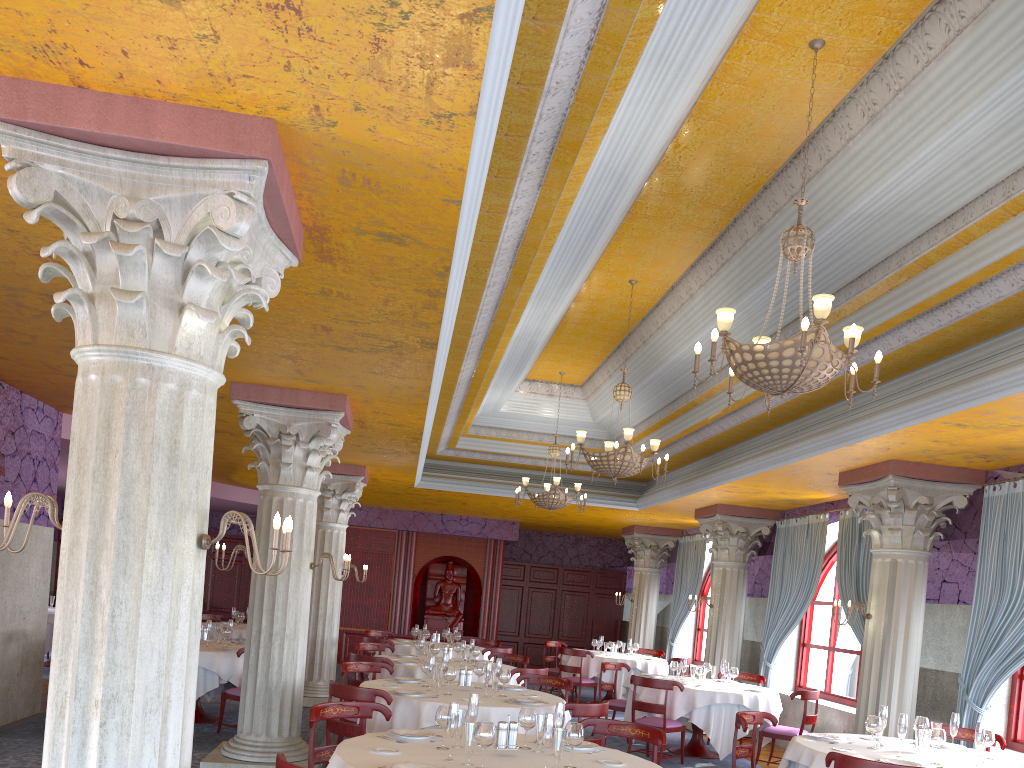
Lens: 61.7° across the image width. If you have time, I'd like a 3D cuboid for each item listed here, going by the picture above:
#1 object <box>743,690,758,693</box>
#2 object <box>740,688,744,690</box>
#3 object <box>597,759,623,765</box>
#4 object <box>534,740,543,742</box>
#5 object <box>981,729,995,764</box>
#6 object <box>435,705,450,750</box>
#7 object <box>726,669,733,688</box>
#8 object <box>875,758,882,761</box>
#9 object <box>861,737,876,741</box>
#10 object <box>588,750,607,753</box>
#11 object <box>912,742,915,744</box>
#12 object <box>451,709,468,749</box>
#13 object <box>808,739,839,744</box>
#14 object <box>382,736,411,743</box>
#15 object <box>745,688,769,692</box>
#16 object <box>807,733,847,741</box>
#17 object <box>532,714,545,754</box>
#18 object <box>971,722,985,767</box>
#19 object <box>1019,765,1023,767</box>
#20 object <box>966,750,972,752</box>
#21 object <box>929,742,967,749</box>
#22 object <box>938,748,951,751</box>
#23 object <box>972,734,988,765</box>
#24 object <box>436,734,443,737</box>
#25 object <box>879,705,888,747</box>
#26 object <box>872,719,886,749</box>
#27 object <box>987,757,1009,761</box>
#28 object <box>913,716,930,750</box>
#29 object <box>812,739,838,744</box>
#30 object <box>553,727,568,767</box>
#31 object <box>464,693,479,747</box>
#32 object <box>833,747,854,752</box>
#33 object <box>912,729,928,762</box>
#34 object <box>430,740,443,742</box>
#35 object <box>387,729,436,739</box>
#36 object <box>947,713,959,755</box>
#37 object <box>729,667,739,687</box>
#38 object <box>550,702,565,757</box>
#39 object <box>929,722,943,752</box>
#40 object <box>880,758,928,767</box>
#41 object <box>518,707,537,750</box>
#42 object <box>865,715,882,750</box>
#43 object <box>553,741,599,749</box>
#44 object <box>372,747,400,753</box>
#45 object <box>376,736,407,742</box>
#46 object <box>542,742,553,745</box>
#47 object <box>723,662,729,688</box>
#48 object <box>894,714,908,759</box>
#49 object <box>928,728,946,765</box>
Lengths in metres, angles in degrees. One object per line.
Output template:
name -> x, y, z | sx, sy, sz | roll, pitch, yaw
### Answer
object -> 3.063, 3.949, 11.010 | 0.232, 0.013, 0.028 | -6, -15, 37
object -> 3.013, 4.001, 11.236 | 0.029, 0.010, 0.142 | -5, -17, 39
object -> 0.596, 2.298, 5.196 | 0.159, 0.009, 0.162 | 7, -14, -7
object -> 0.234, 2.402, 5.770 | 0.054, 0.019, 0.264 | -5, -17, 41
object -> 3.626, 2.777, 6.564 | 0.123, 0.263, 0.122 | 5, -2, -16
object -> -0.408, 2.078, 5.180 | 0.123, 0.263, 0.122 | 5, -2, -16
object -> 2.886, 3.917, 11.396 | 0.086, 0.236, 0.085 | 5, -1, -27
object -> 2.645, 2.726, 6.206 | 0.027, 0.013, 0.239 | -3, -16, 37
object -> 3.090, 3.055, 7.368 | 0.158, 0.009, 0.164 | 2, -14, 13
object -> 0.552, 2.378, 5.543 | 0.027, 0.013, 0.239 | -3, -16, 37
object -> 3.511, 3.095, 7.401 | 0.054, 0.019, 0.264 | -5, -17, 41
object -> -0.325, 2.119, 5.262 | 0.086, 0.236, 0.085 | 5, -1, -27
object -> 2.530, 2.900, 6.963 | 0.257, 0.019, 0.056 | -7, -17, 42
object -> -0.727, 2.225, 5.364 | 0.253, 0.003, 0.023 | -5, -17, 36
object -> 3.191, 3.987, 11.142 | 0.314, 0.024, 0.321 | 7, -14, -7
object -> 2.628, 2.952, 7.151 | 0.314, 0.024, 0.321 | 7, -14, -7
object -> 0.175, 2.186, 5.352 | 0.086, 0.236, 0.085 | 5, -1, -27
object -> 3.474, 2.681, 6.374 | 0.074, 0.334, 0.073 | 5, 1, -16
object -> 3.945, 2.890, 6.416 | 0.257, 0.019, 0.056 | -7, -17, 42
object -> 3.830, 3.070, 7.174 | 0.027, 0.013, 0.239 | -3, -16, 37
object -> 3.698, 3.084, 7.302 | 0.314, 0.024, 0.321 | 7, -14, -7
object -> 3.604, 3.039, 7.123 | 0.139, 0.010, 0.030 | -7, -17, 40
object -> 3.541, 2.763, 6.482 | 0.086, 0.236, 0.085 | 5, -1, -27
object -> -0.522, 2.310, 5.653 | 0.232, 0.013, 0.028 | -6, -15, 37
object -> 3.028, 2.796, 6.999 | 0.073, 0.334, 0.074 | 5, 1, 29
object -> 2.953, 2.812, 6.893 | 0.086, 0.236, 0.085 | 5, -1, -27
object -> 3.873, 2.990, 6.827 | 0.158, 0.009, 0.164 | 2, -14, 13
object -> 3.372, 2.879, 7.067 | 0.123, 0.263, 0.122 | 5, -2, -16
object -> 2.550, 2.918, 6.995 | 0.253, 0.003, 0.023 | -5, -17, 36
object -> 0.264, 2.070, 4.851 | 0.085, 0.236, 0.086 | 5, -1, 18
object -> -0.249, 2.103, 5.368 | 0.074, 0.334, 0.073 | 5, 1, -16
object -> 2.549, 2.812, 6.581 | 0.158, 0.009, 0.164 | 2, -14, 13
object -> 3.042, 2.696, 6.391 | 0.086, 0.236, 0.085 | 5, -1, -27
object -> -0.472, 2.259, 5.426 | 0.029, 0.010, 0.142 | -5, -17, 39
object -> -0.649, 2.260, 5.520 | 0.312, 0.024, 0.323 | 2, -14, 13
object -> 3.563, 2.822, 6.911 | 0.073, 0.334, 0.074 | 5, 1, 29
object -> 2.971, 3.932, 11.477 | 0.124, 0.263, 0.121 | 6, -2, -38
object -> 0.286, 2.129, 5.280 | 0.074, 0.334, 0.073 | 5, 1, -16
object -> 3.452, 2.878, 6.983 | 0.085, 0.236, 0.086 | 5, -1, 18
object -> 2.777, 2.701, 6.077 | 0.312, 0.024, 0.323 | 2, -14, 13
object -> 0.094, 2.186, 5.436 | 0.121, 0.263, 0.124 | 4, -2, 29
object -> 2.870, 2.771, 6.810 | 0.122, 0.263, 0.123 | 5, -2, 7
object -> 0.421, 2.392, 5.671 | 0.318, 0.024, 0.317 | 12, -15, -26
object -> -0.728, 2.120, 4.950 | 0.159, 0.009, 0.162 | 7, -14, -7
object -> -0.748, 2.207, 5.332 | 0.257, 0.019, 0.056 | -7, -17, 42
object -> 0.265, 2.408, 5.749 | 0.022, 0.003, 0.261 | -5, -17, 35
object -> 2.819, 3.836, 11.287 | 0.073, 0.334, 0.074 | 5, 1, 29
object -> 2.939, 2.656, 6.462 | 0.073, 0.334, 0.074 | 5, 1, 29
object -> 3.124, 2.669, 6.307 | 0.122, 0.263, 0.123 | 5, -2, 7
